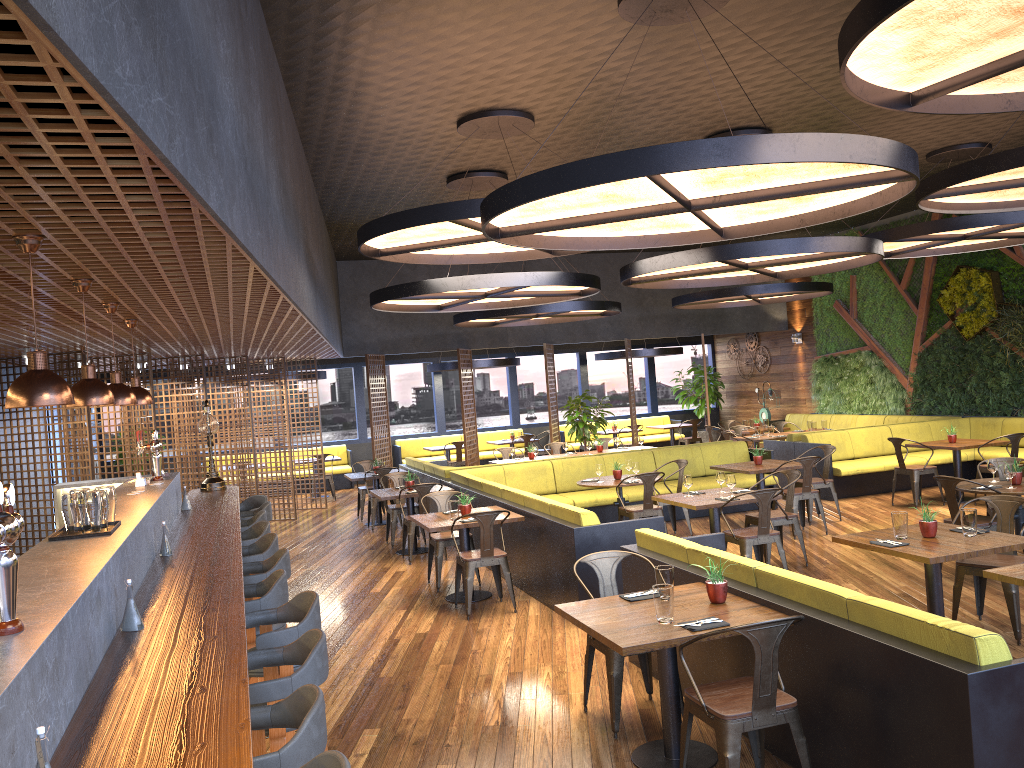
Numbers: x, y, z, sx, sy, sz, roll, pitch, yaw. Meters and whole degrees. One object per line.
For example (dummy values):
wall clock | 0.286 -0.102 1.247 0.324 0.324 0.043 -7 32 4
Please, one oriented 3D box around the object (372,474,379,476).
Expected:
object | -2.005 1.352 13.235 0.255 0.019 0.157 -4 0 -18

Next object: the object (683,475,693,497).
object | 1.713 0.989 8.624 0.097 0.206 0.097 -4 0 -26

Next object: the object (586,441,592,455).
object | 1.230 1.020 14.103 0.097 0.206 0.097 -4 0 28

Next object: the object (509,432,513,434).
object | -0.001 1.118 19.077 0.102 0.178 0.102 -4 0 -32

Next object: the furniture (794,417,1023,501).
furniture | 6.506 1.038 11.573 3.372 0.914 4.503 -4 0 -17

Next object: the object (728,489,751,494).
object | 2.209 1.046 8.632 0.255 0.019 0.157 -4 0 -17

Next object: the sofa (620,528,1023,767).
sofa | 1.694 1.402 4.849 0.966 0.914 3.061 -4 0 -17

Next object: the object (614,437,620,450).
object | 1.735 0.982 14.617 0.097 0.206 0.097 -4 0 28

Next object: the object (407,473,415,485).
object | -1.266 1.219 11.135 0.102 0.178 0.102 -4 0 -32

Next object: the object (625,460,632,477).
object | 1.397 1.010 10.608 0.097 0.206 0.097 -4 0 21

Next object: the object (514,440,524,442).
object | 0.114 1.190 18.582 0.255 0.019 0.157 -4 0 -18

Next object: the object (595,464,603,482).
object | 1.018 1.039 10.328 0.097 0.206 0.097 -4 0 24

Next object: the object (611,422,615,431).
object | 2.263 0.949 19.789 0.102 0.178 0.102 -4 0 -32

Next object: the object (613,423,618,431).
object | 2.276 0.948 19.430 0.102 0.178 0.102 -4 0 -32

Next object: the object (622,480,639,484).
object | 1.330 1.110 10.089 0.157 0.019 0.255 -4 0 -11

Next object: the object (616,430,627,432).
object | 2.378 1.021 19.294 0.255 0.019 0.157 -4 0 -18

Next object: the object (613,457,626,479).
object | 1.231 0.987 10.449 0.238 0.271 0.260 -4 0 4

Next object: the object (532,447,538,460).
object | 0.366 1.084 13.830 0.097 0.206 0.097 -4 0 28

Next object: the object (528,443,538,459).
object | 0.294 1.054 14.034 0.238 0.271 0.260 -4 0 4

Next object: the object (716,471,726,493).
object | 2.055 0.963 8.724 0.097 0.206 0.097 -4 0 -17

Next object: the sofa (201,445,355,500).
sofa | -4.932 1.882 18.702 3.061 0.914 0.966 -4 0 -17

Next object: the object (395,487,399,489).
object | -1.356 1.305 11.271 0.255 0.019 0.157 -4 0 -18

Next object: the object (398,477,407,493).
object | -1.327 1.223 10.764 0.102 0.178 0.102 -4 0 -32

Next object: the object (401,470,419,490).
object | -1.256 1.172 10.989 0.260 0.271 0.238 -4 0 -16

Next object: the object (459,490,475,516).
object | -0.453 1.114 8.387 0.238 0.271 0.260 -4 0 4

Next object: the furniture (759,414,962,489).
furniture | 5.123 1.136 15.997 3.378 0.916 4.755 -4 0 -17

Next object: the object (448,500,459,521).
object | -0.533 1.167 8.178 0.102 0.178 0.102 -4 0 18

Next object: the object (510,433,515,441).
object | 0.012 1.117 18.718 0.102 0.178 0.102 -4 0 -32

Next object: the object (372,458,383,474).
object | -2.056 1.229 13.543 0.260 0.271 0.238 -4 0 -16

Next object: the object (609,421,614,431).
object | 2.256 0.903 19.605 0.238 0.271 0.260 -4 0 4

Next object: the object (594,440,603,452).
object | 1.412 0.970 14.386 0.238 0.271 0.260 -4 0 4

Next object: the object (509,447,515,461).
object | 0.006 1.111 14.072 0.097 0.206 0.097 -4 0 28

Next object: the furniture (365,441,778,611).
furniture | 1.380 1.419 11.366 4.895 0.914 7.462 -4 0 -22

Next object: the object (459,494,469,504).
object | -0.458 1.161 8.558 0.102 0.178 0.102 -4 0 -32

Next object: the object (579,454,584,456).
object | 1.145 1.120 13.955 0.157 0.019 0.255 -4 0 -17

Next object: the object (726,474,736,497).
object | 2.073 0.962 8.382 0.097 0.206 0.097 -4 0 -26

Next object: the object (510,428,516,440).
object | 0.012 1.070 18.902 0.238 0.271 0.260 -4 0 4

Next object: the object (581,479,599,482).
object | 0.948 1.138 10.485 0.255 0.019 0.157 -4 0 15

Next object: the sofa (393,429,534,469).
sofa | -1.056 1.593 19.922 3.061 0.914 0.966 -4 0 -17

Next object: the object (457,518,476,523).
object | -0.389 1.236 8.076 0.255 0.019 0.157 -4 0 -18

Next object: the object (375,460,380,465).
object | -2.075 1.276 13.718 0.102 0.178 0.102 -4 0 -2

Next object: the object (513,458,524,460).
object | 0.105 1.197 14.220 0.157 0.019 0.255 -4 0 -17

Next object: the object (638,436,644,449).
object | 2.095 0.955 14.375 0.097 0.206 0.097 -4 0 28

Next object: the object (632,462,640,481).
object | 1.431 1.008 10.225 0.097 0.206 0.097 -4 0 7

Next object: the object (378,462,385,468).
object | -1.970 1.269 13.414 0.102 0.178 0.102 -4 0 -12

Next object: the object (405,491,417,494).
object | -1.196 1.294 10.652 0.255 0.019 0.157 -4 0 -18

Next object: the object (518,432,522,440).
object | 0.177 1.105 18.871 0.102 0.178 0.102 -4 0 -32

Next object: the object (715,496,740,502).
object | 1.988 1.063 8.235 0.157 0.019 0.255 -4 0 -17

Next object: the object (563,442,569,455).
object | 0.870 1.046 14.344 0.097 0.206 0.097 -4 0 28

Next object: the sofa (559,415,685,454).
sofa | 2.549 1.324 21.058 3.061 0.914 0.966 -4 0 -17

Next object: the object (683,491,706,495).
object | 1.812 1.075 8.772 0.157 0.019 0.255 -4 0 -17

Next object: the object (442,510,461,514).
object | -0.549 1.247 8.694 0.255 0.019 0.157 -4 0 -18

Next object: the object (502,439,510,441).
object | -0.092 1.204 19.213 0.255 0.019 0.157 -4 0 -18
